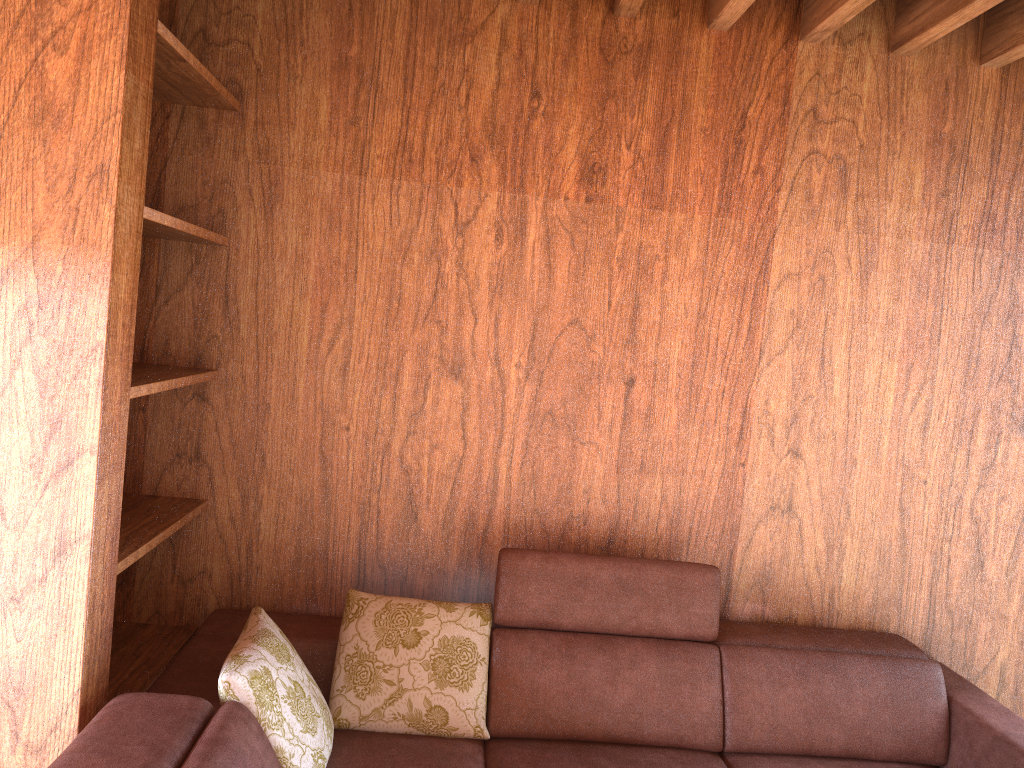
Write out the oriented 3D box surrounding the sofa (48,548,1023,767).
[{"bbox_3d":[0.412,0.920,1.862,2.508,0.760,1.697,6,4,-5],"label":"sofa"}]
